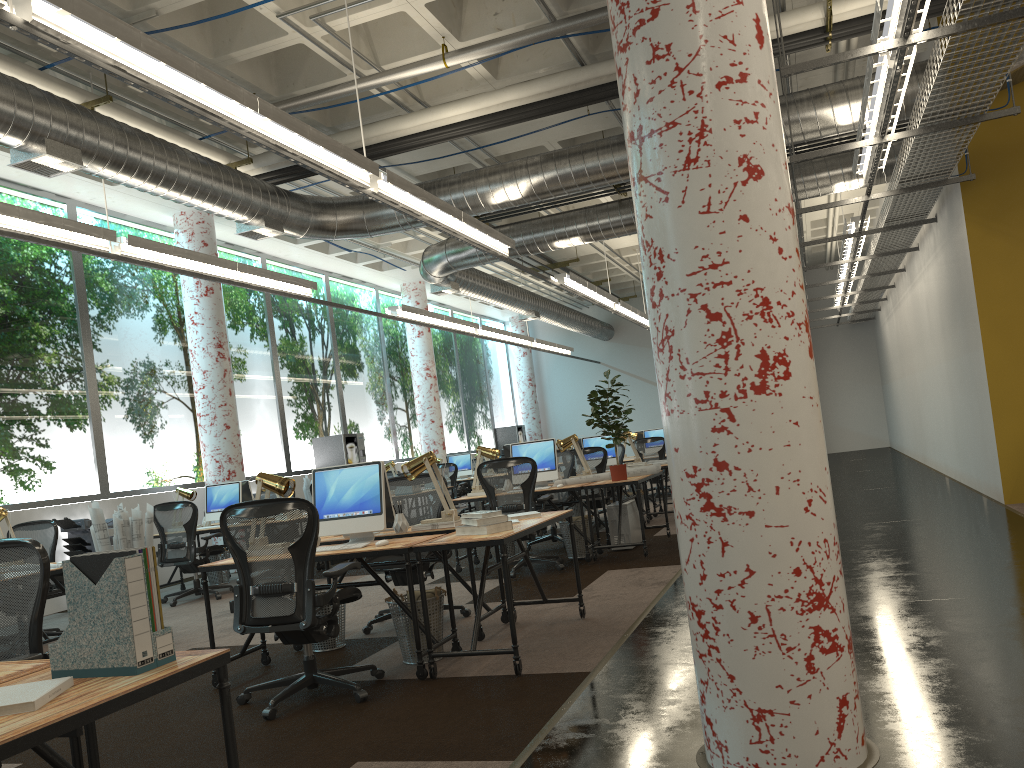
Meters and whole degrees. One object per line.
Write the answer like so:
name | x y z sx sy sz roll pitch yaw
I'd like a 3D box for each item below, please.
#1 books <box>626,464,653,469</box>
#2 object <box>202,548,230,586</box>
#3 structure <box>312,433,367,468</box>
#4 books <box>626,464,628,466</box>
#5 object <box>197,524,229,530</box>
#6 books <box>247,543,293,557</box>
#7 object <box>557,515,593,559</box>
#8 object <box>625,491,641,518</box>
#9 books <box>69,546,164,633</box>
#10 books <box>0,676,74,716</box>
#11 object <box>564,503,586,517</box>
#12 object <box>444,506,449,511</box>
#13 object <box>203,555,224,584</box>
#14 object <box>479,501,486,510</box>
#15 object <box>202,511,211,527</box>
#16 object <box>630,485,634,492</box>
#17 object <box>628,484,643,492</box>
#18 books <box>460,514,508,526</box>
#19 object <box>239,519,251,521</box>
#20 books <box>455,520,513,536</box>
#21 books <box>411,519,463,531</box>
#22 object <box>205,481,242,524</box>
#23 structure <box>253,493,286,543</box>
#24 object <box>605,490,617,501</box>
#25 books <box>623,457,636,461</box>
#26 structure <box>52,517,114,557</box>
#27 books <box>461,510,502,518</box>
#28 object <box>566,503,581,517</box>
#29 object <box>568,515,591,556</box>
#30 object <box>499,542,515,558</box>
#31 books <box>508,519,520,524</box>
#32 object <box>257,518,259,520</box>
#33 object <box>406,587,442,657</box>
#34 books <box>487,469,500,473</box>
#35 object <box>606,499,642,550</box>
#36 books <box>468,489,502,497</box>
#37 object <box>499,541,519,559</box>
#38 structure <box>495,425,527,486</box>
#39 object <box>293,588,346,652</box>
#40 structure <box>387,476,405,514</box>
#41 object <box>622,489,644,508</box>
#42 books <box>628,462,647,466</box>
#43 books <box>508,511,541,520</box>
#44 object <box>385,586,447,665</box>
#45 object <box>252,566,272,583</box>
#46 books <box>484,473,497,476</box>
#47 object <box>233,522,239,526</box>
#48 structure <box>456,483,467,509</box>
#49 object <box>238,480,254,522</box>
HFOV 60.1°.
books | 1.338 0.881 9.412 0.258 0.044 0.192 -10 -5 36
object | -3.593 2.223 10.816 0.359 0.434 0.353 -8 -2 15
structure | -2.970 1.816 15.737 0.639 1.808 0.749 -8 -2 19
books | 1.693 1.129 12.384 0.309 0.038 0.225 -9 -4 19
object | -3.362 1.610 9.971 0.440 0.017 0.118 -9 -4 19
books | -1.484 1.025 5.474 0.309 0.038 0.225 -9 -4 19
object | 0.651 1.513 8.862 0.359 0.434 0.353 -8 -2 15
object | 1.645 1.646 11.917 0.236 0.403 0.119 -8 -2 20
books | -1.064 0.606 2.396 0.234 0.310 0.068 -8 -1 19
books | -1.185 0.746 2.094 0.200 0.024 0.236 -7 -4 -8
object | 0.900 1.777 12.567 0.359 0.434 0.353 -8 -2 15
object | -1.302 2.435 17.463 0.236 0.403 0.119 -8 -2 20
object | -3.621 2.235 10.743 0.236 0.403 0.119 -8 -2 20
object | -0.527 2.293 16.886 0.236 0.403 0.119 -8 -2 20
object | -3.574 1.569 10.342 0.101 0.209 0.102 -6 -2 -26
object | 2.262 1.886 16.222 0.236 0.403 0.119 -8 -2 20
object | 2.291 1.874 16.296 0.359 0.434 0.353 -8 -2 15
books | -0.160 0.772 5.053 0.192 0.044 0.258 -6 -4 -24
object | -3.241 1.668 10.960 0.440 0.017 0.118 -9 -4 19
books | -0.161 0.818 5.026 0.200 0.050 0.273 -3 -6 -44
books | -0.477 0.921 5.809 0.309 0.038 0.225 -9 -4 19
object | -3.295 1.382 10.178 0.485 0.485 0.189 -8 -2 19
structure | -3.720 2.121 13.422 0.504 1.056 1.057 -8 -3 19
object | 1.861 1.986 16.663 0.352 0.398 0.354 -6 -3 -26
books | 2.077 1.331 15.778 0.309 0.038 0.225 -9 -4 19
structure | -4.775 2.029 10.360 0.504 1.056 1.057 -8 -3 19
books | -0.176 0.742 5.045 0.152 0.030 0.186 -3 -6 -43
object | 0.871 1.788 12.494 0.236 0.403 0.119 -8 -2 20
object | 0.683 1.527 8.935 0.236 0.403 0.119 -8 -2 20
object | -0.091 1.669 9.511 0.236 0.403 0.119 -8 -2 20
books | -0.080 0.854 5.432 0.243 0.019 0.206 -7 -4 -4
object | -3.053 1.521 10.593 0.101 0.209 0.102 -6 -2 -26
object | -0.525 1.439 5.342 0.236 0.403 0.119 -8 -2 20
books | -0.427 1.970 20.088 0.309 0.038 0.225 -9 -4 19
object | 1.184 1.469 9.294 0.221 0.454 0.541 -8 -3 19
books | -0.276 1.114 9.066 0.309 0.038 0.225 -9 -4 19
object | -0.062 1.658 9.584 0.359 0.434 0.353 -8 -2 15
structure | 0.076 2.078 24.559 0.639 1.808 0.749 -8 -2 19
object | -1.270 1.569 5.992 0.359 0.434 0.353 -8 -2 15
structure | -2.420 2.232 17.189 0.504 1.056 1.057 -8 -3 19
object | 1.613 1.632 11.845 0.359 0.434 0.353 -8 -2 15
books | 1.328 0.850 9.399 0.185 0.030 0.153 -9 -4 17
books | 0.072 0.855 5.745 0.200 0.024 0.236 -7 -4 -8
object | -0.557 1.424 5.270 0.359 0.434 0.353 -8 -2 15
object | -2.879 2.079 10.094 0.359 0.434 0.353 -8 -2 15
books | -0.480 1.775 17.353 0.309 0.038 0.225 -9 -4 19
object | -3.058 1.556 9.858 0.059 0.029 0.106 -9 -4 20
structure | -1.360 2.323 20.259 0.504 1.056 1.057 -8 -3 19
object | -3.368 1.434 10.763 0.485 0.485 0.189 -8 -2 19
